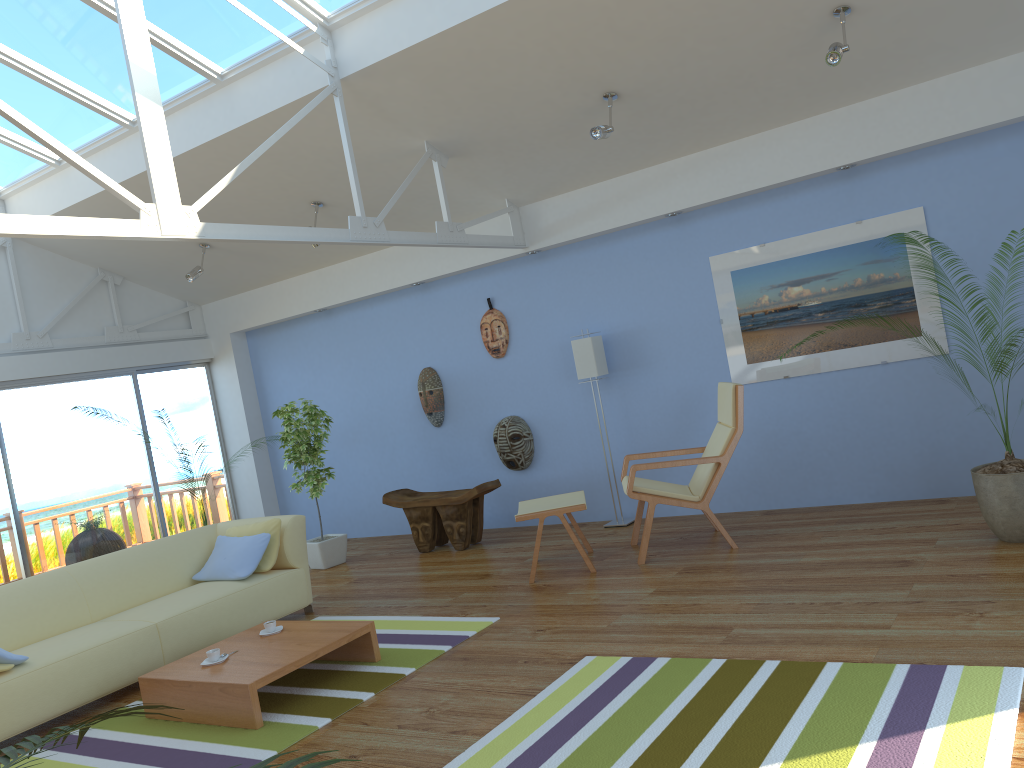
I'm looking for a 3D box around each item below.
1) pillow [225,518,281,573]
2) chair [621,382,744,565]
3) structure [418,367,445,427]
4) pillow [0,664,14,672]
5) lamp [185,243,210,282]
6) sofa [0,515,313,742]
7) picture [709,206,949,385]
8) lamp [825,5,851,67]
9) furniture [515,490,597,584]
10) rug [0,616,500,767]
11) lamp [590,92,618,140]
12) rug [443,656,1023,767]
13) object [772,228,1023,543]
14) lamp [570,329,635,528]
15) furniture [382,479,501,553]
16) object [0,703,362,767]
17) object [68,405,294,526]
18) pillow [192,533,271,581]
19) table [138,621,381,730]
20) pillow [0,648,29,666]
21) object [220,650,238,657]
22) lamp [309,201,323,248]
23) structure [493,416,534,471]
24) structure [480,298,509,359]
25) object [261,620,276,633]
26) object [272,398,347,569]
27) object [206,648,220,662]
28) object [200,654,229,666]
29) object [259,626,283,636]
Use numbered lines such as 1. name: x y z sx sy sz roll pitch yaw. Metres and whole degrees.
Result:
1. pillow: -1.719 1.051 5.724 0.559 0.311 0.201 -10 1 34
2. chair: 1.122 0.540 5.702 0.859 0.982 0.632 -11 1 4
3. structure: -0.730 0.125 7.801 0.254 0.541 0.115 -10 1 34
4. pillow: -2.690 1.257 4.238 0.571 0.312 0.275 -10 1 31
5. lamp: -2.718 -1.047 7.671 0.254 0.327 0.118 -11 1 -39
6. sofa: -2.302 1.328 5.046 0.950 0.597 2.448 -10 1 34
7. picture: 2.076 -0.549 5.950 1.419 0.937 0.005 -10 1 34
8. lamp: 1.714 -1.831 4.687 0.254 0.327 0.117 -11 1 -38
9. furniture: 0.290 0.977 5.762 0.449 0.427 0.619 -11 1 4
10. rug: -1.208 1.494 4.330 1.400 0.018 2.100 -10 1 34
11. lamp: 0.560 -1.642 5.459 0.257 0.296 0.119 -11 1 -39
12. rug: 0.722 1.153 2.988 1.702 0.018 1.135 -10 1 34
13. object: 2.397 -0.043 4.399 1.563 1.695 1.706 -11 1 -36
14. lamp: 0.694 0.328 6.781 0.200 1.520 0.200 -10 1 34
15. furniture: -0.543 1.070 7.134 1.100 0.507 0.329 -10 1 34
16. object: -0.773 0.918 0.830 1.413 1.093 1.488 -11 1 -24
17. object: -2.682 0.855 7.852 1.563 1.695 1.706 -10 1 25
18. pillow: -1.789 1.103 5.626 0.566 0.244 0.272 -10 1 36
19. table: -1.214 1.385 4.321 0.800 0.198 0.800 -10 1 34
20. pillow: -2.638 1.284 4.323 0.566 0.244 0.272 -10 1 31
21. object: -1.370 1.303 4.297 0.025 0.021 0.119 -10 1 25
22. lamp: -1.547 -1.242 6.920 0.195 0.351 0.127 -11 1 -39
23. structure: -0.016 0.506 7.348 0.359 0.466 0.185 -10 1 34
24. structure: -0.159 -0.463 7.381 0.264 0.508 0.063 -10 1 34
25. object: -1.251 1.243 4.595 0.062 0.077 0.086 -11 1 4
26. object: -1.628 0.812 7.322 0.495 1.409 0.699 -11 1 -13
27. object: -1.422 1.295 4.231 0.062 0.049 0.078 -11 1 -21
28. object: -1.415 1.318 4.224 0.118 0.016 0.118 -11 1 -1
29. object: -1.244 1.280 4.586 0.118 0.016 0.118 -11 1 -12
